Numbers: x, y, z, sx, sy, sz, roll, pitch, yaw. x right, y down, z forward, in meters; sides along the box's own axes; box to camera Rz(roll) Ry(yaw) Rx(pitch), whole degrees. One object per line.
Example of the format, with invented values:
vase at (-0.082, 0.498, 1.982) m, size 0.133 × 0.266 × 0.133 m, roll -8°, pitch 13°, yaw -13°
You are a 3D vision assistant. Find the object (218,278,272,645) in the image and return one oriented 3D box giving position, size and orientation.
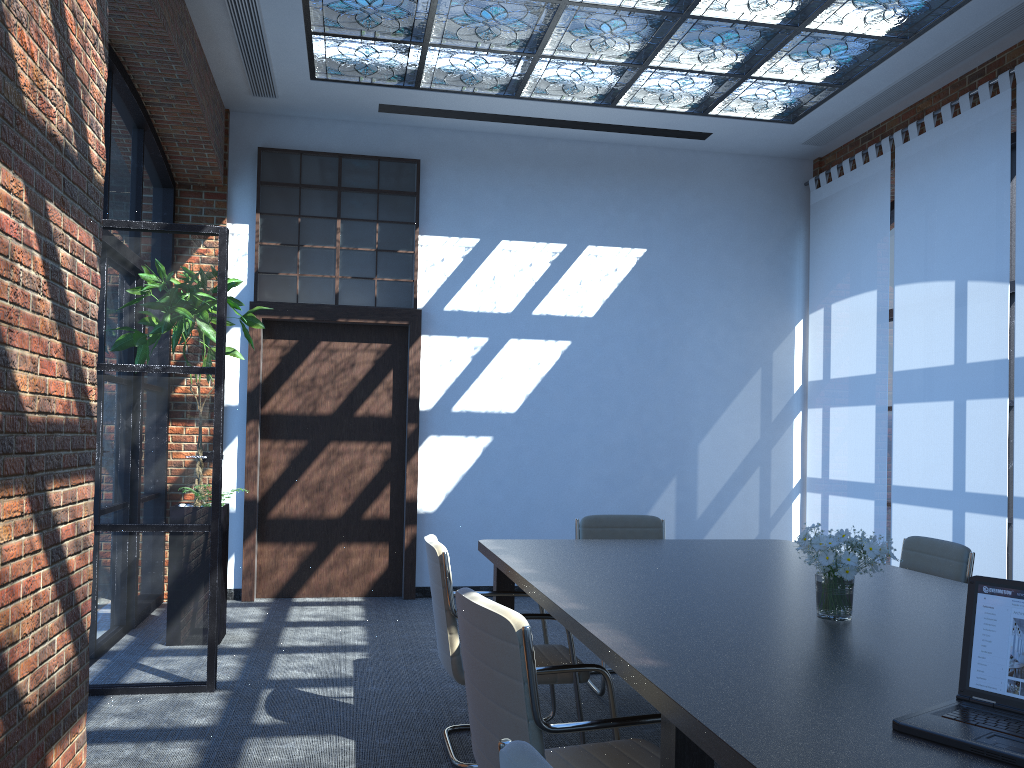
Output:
object at (-2.089, 0.438, 5.862) m, size 0.946 × 2.488 × 1.325 m, roll 1°, pitch -2°, yaw -10°

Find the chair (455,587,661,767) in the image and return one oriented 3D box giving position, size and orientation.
chair at (0.209, 1.069, 2.577) m, size 0.706 × 0.922 × 0.560 m, roll 2°, pitch -2°, yaw -22°

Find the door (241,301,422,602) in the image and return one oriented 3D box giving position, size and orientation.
door at (-1.489, 0.570, 7.398) m, size 1.400 × 2.432 × 0.200 m, roll 2°, pitch -1°, yaw -10°

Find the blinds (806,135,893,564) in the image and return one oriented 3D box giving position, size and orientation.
blinds at (2.808, -0.031, 7.477) m, size 0.039 × 3.753 × 1.220 m, roll 1°, pitch -1°, yaw -10°

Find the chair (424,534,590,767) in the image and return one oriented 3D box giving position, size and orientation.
chair at (-0.041, 1.145, 3.923) m, size 0.706 × 0.922 × 0.560 m, roll 2°, pitch -2°, yaw -10°

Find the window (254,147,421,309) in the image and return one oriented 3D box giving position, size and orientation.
window at (-1.444, -1.272, 7.380) m, size 1.329 × 1.291 × 0.059 m, roll 2°, pitch -1°, yaw -10°

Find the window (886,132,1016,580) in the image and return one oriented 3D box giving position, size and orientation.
window at (4.113, -0.141, 3.443) m, size 0.160 × 3.603 × 9.634 m, roll 1°, pitch -3°, yaw -10°

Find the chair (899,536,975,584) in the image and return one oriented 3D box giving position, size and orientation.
chair at (1.730, 1.199, 4.212) m, size 0.706 × 0.922 × 0.560 m, roll 1°, pitch -2°, yaw -7°

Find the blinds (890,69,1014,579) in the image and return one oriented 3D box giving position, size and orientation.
blinds at (3.040, -0.102, 6.221) m, size 0.039 × 3.753 × 1.220 m, roll 1°, pitch -1°, yaw -10°

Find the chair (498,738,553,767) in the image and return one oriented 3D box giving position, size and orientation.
chair at (0.361, 0.991, 1.236) m, size 0.706 × 0.922 × 0.560 m, roll 2°, pitch -2°, yaw -22°

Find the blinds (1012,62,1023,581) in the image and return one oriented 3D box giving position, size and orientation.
blinds at (3.271, -0.173, 4.976) m, size 0.039 × 3.753 × 1.220 m, roll 1°, pitch -1°, yaw -10°

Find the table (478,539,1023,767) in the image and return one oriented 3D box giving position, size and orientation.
table at (1.096, 1.156, 2.783) m, size 1.810 × 0.809 × 4.510 m, roll 2°, pitch -3°, yaw -10°

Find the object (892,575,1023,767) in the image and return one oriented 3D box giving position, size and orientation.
object at (0.994, 0.543, 1.690) m, size 0.323 × 0.282 × 0.390 m, roll 3°, pitch -3°, yaw -37°

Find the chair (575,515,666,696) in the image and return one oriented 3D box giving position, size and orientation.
chair at (0.699, 1.224, 4.977) m, size 0.560 × 0.922 × 0.707 m, roll 2°, pitch -2°, yaw -10°

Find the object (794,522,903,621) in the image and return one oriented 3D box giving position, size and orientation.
object at (1.058, 0.601, 2.871) m, size 0.329 × 0.309 × 0.336 m, roll 1°, pitch -2°, yaw 0°
